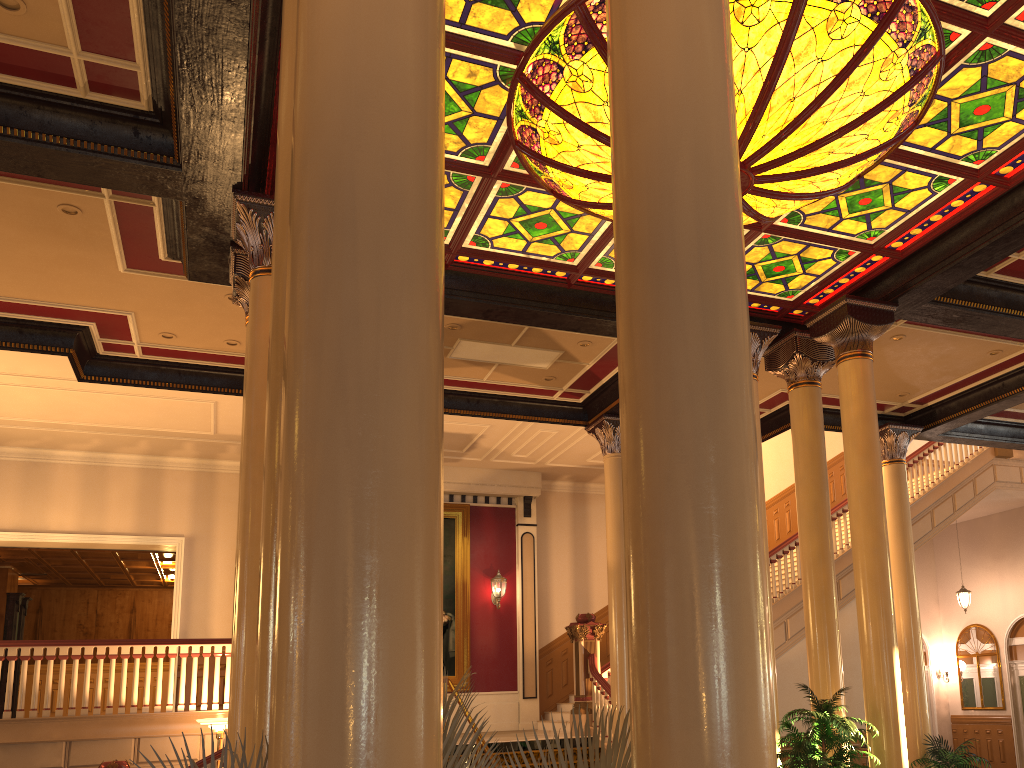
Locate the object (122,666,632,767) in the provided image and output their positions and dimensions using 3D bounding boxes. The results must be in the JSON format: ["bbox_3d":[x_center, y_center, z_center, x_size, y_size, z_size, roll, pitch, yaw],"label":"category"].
[{"bbox_3d":[-0.132,1.944,2.643,2.119,2.201,1.850,3,-15,-17],"label":"object"}]

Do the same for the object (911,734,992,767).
[{"bbox_3d":[5.895,5.410,11.681,0.980,1.390,1.187,-4,-15,8],"label":"object"}]

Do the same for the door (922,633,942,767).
[{"bbox_3d":[9.019,7.193,19.803,1.517,3.368,0.202,3,-12,-22],"label":"door"}]

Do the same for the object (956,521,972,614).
[{"bbox_3d":[-2.398,1.875,9.002,31.418,4.175,0.658,14,-18,-38],"label":"object"}]

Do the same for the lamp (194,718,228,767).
[{"bbox_3d":[-3.404,4.876,10.013,0.608,1.948,0.571,7,-14,-38],"label":"lamp"}]

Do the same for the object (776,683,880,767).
[{"bbox_3d":[2.853,3.798,7.916,1.054,2.083,1.096,-8,-14,27],"label":"object"}]

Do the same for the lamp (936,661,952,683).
[{"bbox_3d":[9.965,6.625,20.013,0.276,0.482,0.373,3,-15,-19],"label":"lamp"}]

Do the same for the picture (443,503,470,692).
[{"bbox_3d":[-1.975,3.758,15.461,2.621,3.342,0.055,4,-12,-22],"label":"picture"}]

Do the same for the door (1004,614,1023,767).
[{"bbox_3d":[10.943,6.453,17.968,0.207,3.367,1.484,2,-13,-18],"label":"door"}]

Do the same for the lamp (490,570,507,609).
[{"bbox_3d":[-0.255,3.787,16.012,0.327,0.707,0.397,3,-14,-20],"label":"lamp"}]

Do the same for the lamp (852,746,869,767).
[{"bbox_3d":[4.788,5.102,11.722,0.329,0.406,0.320,5,-16,-23],"label":"lamp"}]

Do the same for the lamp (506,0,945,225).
[{"bbox_3d":[1.460,-1.669,6.117,3.090,0.583,3.027,6,-21,-22],"label":"lamp"}]
